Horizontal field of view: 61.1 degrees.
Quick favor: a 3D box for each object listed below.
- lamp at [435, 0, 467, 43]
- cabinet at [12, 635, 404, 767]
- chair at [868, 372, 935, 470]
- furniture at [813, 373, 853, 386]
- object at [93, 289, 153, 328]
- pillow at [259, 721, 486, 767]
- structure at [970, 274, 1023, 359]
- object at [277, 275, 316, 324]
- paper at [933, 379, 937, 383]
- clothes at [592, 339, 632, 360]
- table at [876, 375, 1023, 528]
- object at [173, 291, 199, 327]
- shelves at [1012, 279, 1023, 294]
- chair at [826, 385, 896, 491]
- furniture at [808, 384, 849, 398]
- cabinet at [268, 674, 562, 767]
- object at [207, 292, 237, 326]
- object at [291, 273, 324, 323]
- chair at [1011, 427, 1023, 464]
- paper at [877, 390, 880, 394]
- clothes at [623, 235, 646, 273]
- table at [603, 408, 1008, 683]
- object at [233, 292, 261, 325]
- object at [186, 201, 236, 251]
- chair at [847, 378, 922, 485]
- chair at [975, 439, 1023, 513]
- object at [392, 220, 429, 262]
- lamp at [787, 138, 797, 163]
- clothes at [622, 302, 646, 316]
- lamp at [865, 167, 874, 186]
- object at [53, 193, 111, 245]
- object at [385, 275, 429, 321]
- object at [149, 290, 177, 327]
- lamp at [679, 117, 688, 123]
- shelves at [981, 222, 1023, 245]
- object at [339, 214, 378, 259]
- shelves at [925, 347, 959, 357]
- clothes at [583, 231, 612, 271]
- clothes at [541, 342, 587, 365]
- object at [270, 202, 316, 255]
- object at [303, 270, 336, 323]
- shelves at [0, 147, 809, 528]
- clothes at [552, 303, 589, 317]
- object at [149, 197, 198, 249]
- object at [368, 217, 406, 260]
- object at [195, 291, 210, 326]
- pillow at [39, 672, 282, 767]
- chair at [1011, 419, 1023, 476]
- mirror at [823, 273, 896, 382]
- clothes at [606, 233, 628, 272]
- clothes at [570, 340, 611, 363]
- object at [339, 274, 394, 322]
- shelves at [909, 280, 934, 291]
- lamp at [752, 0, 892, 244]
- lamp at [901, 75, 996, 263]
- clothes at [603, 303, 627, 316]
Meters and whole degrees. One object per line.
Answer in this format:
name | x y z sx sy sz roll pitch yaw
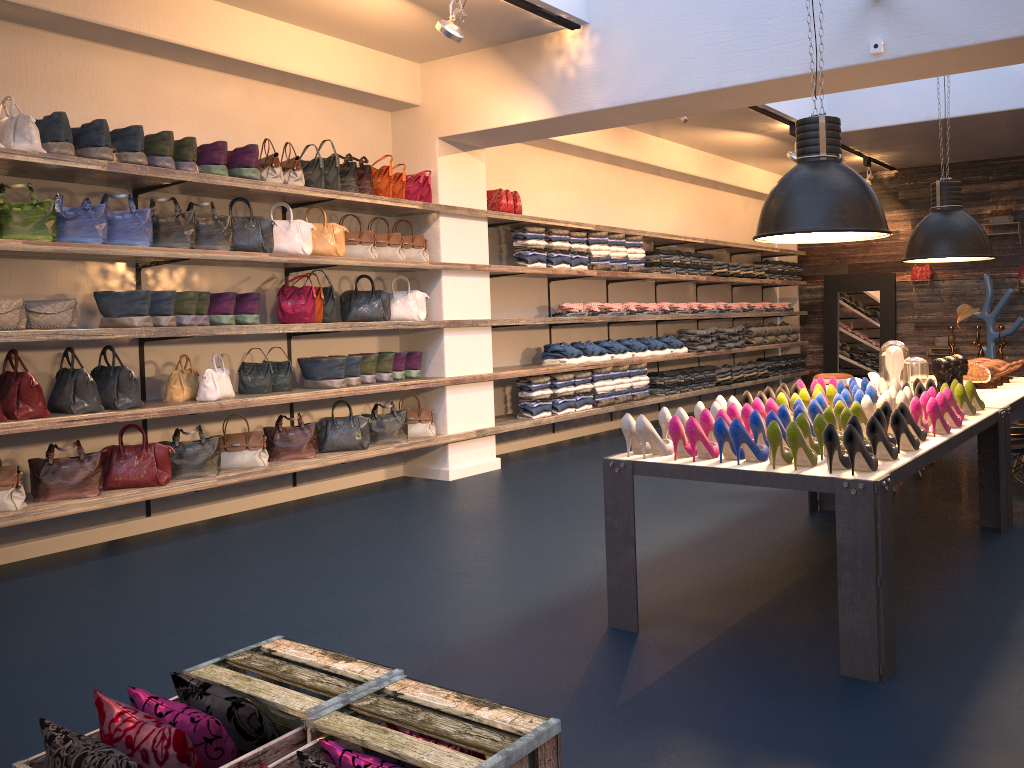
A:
lamp | -0.356 -2.281 5.455 0.238 0.327 0.183 -1 2 5
cabinet | -0.024 1.012 1.092 0.809 0.547 2.577 -4 5 -38
chair | 3.410 0.304 7.607 0.502 0.800 0.503 0 2 35
furniture | 4.451 0.098 12.009 0.533 0.479 0.629 1 4 39
object | -2.334 -0.449 5.220 0.399 0.231 0.186 0 2 17
pillow | -0.265 0.848 1.660 0.285 0.319 0.496 1 4 37
structure | 6.527 -0.591 11.766 0.185 1.805 0.900 -2 2 -24
object | -1.567 -0.615 6.303 0.265 0.361 0.203 -3 2 -28
paper | 3.431 -0.013 7.215 0.786 0.014 0.306 -6 6 -44
clothes | 1.070 -0.382 9.653 0.391 0.240 0.464 1 4 36
table | 3.414 0.401 6.736 1.139 0.739 2.747 1 5 37
object | -2.200 -0.476 5.573 0.406 0.235 0.183 -1 2 10
shelves | 7.384 -1.398 12.376 0.417 0.210 0.265 1 4 35
chair | 2.545 0.413 6.439 0.502 0.800 0.503 0 2 35
furniture | 4.052 0.210 11.060 0.615 0.422 0.683 0 4 21
cabinet | -0.255 0.973 1.655 0.434 0.547 0.602 0 3 37
object | -2.069 -0.506 5.926 0.406 0.235 0.183 -1 2 10
object | -1.546 -0.639 6.453 0.272 0.384 0.210 -3 2 -31
chair | 3.797 0.386 6.442 0.502 0.800 0.503 0 2 35
paper | 2.997 0.049 6.532 0.757 0.014 0.319 -2 5 -16
clothes | 1.338 -1.478 9.879 0.362 0.455 0.247 -3 3 -41
table | 1.713 0.607 4.559 1.139 0.739 2.747 1 5 37
object | -1.946 -0.524 6.111 0.399 0.235 0.186 0 2 17
object | -2.008 -1.023 5.651 0.393 0.338 0.207 -2 2 -14
chair | 2.991 0.359 7.008 0.499 0.800 0.506 0 3 44
chair | 3.395 0.442 5.830 0.506 0.800 0.500 0 2 30
object | -0.890 -1.182 7.205 0.400 0.366 0.171 -2 2 -15
lamp | 3.309 -2.726 10.152 0.187 0.327 0.233 -2 2 -8
clothes | 1.342 -0.860 9.985 0.296 0.154 0.379 1 5 32
lamp | 5.071 -2.940 12.408 0.187 0.327 0.233 -2 2 -8
object | -2.535 -0.947 5.029 0.400 0.304 0.175 -3 2 -25
object | -0.904 -0.708 7.195 0.441 0.385 0.186 -2 2 -12
object | -2.270 -0.463 5.389 0.409 0.231 0.182 -1 2 7
lamp | 1.560 -2.514 7.913 0.248 0.327 0.175 -2 2 -10
shelves | 7.076 -2.156 12.557 0.515 0.316 0.265 1 3 35
object | -1.245 -1.139 6.750 0.400 0.366 0.171 -2 2 -15
shelves | 6.464 -0.474 13.046 0.417 0.143 0.265 2 5 35
clothes | 0.878 -1.423 9.290 0.362 0.455 0.247 -3 3 -41
clothes | 0.506 -0.313 8.930 0.391 0.240 0.464 1 4 36
object | -1.620 -1.101 6.172 0.448 0.385 0.182 -2 2 -19
object | -1.485 -0.664 6.599 0.291 0.410 0.137 -1 1 4
shelves | 2.053 -0.266 5.014 7.970 2.224 18.217 2 5 37
clothes | 0.620 -0.769 9.095 0.343 0.159 0.326 -4 4 -32
object | -2.177 -1.003 5.440 0.376 0.338 0.217 -1 2 1
object | -1.059 -1.161 6.989 0.400 0.366 0.171 -2 2 -15
object | -2.182 -0.491 5.765 0.401 0.235 0.185 0 2 14
pillow | -0.693 0.810 1.822 0.329 0.348 0.472 1 4 37
chair | 4.288 0.334 6.975 0.501 0.800 0.505 0 2 38
mirror | 5.481 -0.777 13.713 1.067 1.916 0.289 0 1 35
clothes | 1.097 -1.449 9.570 0.362 0.455 0.247 -3 3 -41
clothes | 0.802 -0.349 9.310 0.465 0.240 0.389 -4 4 -38
object | -1.166 -0.685 6.966 0.451 0.385 0.181 -3 2 -22
shelves | 6.217 -1.498 13.171 0.280 0.157 0.265 1 4 36
lamp | 1.544 -1.562 4.402 0.653 1.645 0.747 -1 2 28
lamp | 3.354 -1.782 6.722 0.737 1.645 0.663 -2 1 -17
clothes | 1.102 -0.827 9.711 0.343 0.159 0.326 -4 4 -32
